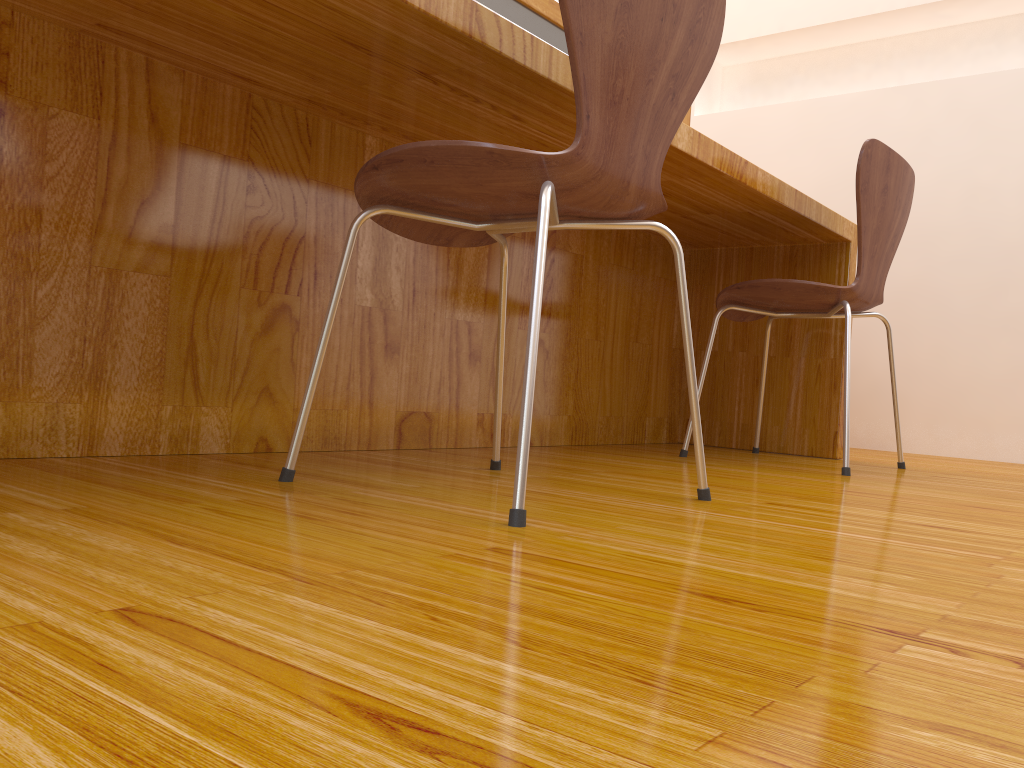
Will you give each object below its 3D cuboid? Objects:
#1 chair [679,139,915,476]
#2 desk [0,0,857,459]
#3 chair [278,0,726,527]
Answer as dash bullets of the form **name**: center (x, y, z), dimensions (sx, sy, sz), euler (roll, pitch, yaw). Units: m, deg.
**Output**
- **chair**: center (0.673, -0.158, 2.035), dimensions (0.381, 0.693, 0.428), euler (4, 0, 38)
- **desk**: center (-0.588, -0.415, 1.417), dimensions (1.248, 1.022, 3.216), euler (4, 0, 38)
- **chair**: center (0.013, -0.202, 1.132), dimensions (0.381, 0.693, 0.428), euler (4, 0, 38)
